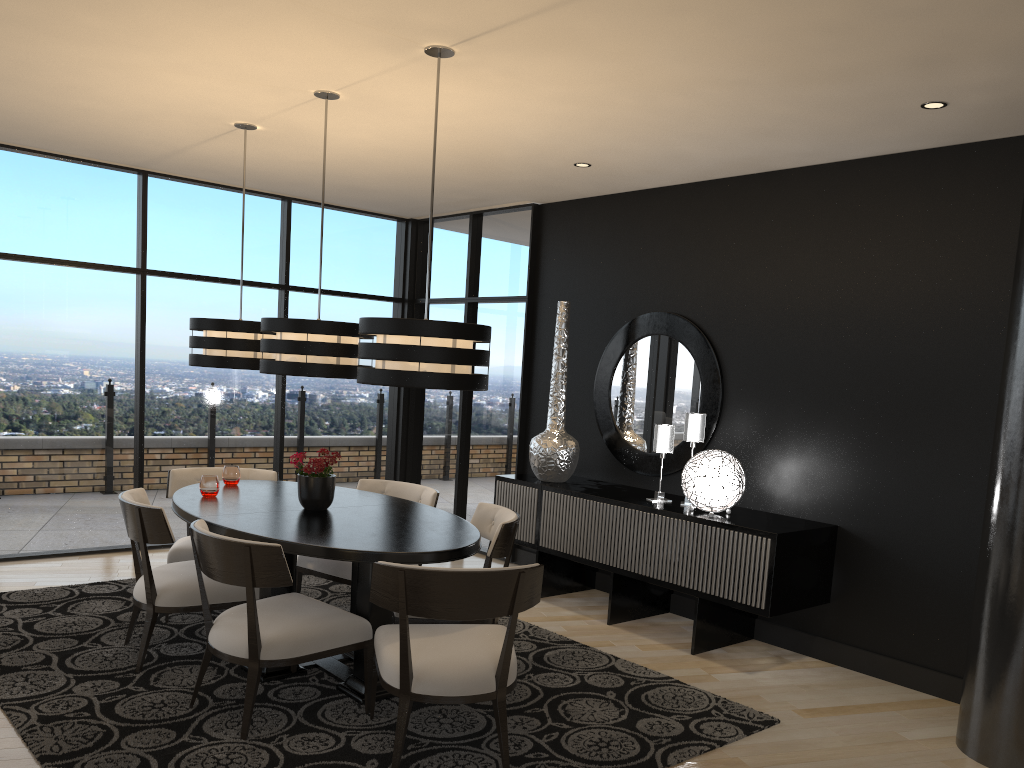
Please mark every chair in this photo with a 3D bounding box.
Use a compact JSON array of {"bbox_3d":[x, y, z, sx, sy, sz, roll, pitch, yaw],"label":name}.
[{"bbox_3d":[-0.247,1.045,3.436,0.643,0.813,0.610,3,5,-12],"label":"chair"},{"bbox_3d":[-0.786,0.981,5.009,0.639,0.813,0.614,7,5,34],"label":"chair"},{"bbox_3d":[-1.684,0.922,5.158,0.643,0.813,0.610,2,5,-20],"label":"chair"},{"bbox_3d":[-1.597,0.944,4.331,0.616,0.813,0.637,1,5,-31],"label":"chair"},{"bbox_3d":[-1.008,0.993,3.706,0.638,0.813,0.615,8,6,42],"label":"chair"},{"bbox_3d":[-0.294,1.023,4.388,0.616,0.813,0.637,2,5,-13],"label":"chair"}]

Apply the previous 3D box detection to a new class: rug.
[{"bbox_3d":[-1.031,1.376,4.478,2.717,0.011,3.697,3,2,-41],"label":"rug"}]

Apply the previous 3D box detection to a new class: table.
[{"bbox_3d":[-0.978,0.999,4.378,1.209,0.775,2.091,1,3,-39],"label":"table"}]

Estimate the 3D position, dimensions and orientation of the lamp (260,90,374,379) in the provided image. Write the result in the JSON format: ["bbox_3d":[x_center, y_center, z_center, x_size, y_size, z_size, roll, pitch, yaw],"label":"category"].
[{"bbox_3d":[-0.910,-0.703,4.223,0.535,1.340,0.531,-2,8,-42],"label":"lamp"}]

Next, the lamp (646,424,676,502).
[{"bbox_3d":[0.912,0.479,5.367,0.132,0.469,0.123,1,7,-19],"label":"lamp"}]

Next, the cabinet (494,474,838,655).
[{"bbox_3d":[0.811,1.089,5.530,0.610,0.773,2.222,0,4,-41],"label":"cabinet"}]

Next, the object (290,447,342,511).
[{"bbox_3d":[-0.962,0.465,4.312,0.228,0.301,0.236,0,6,-39],"label":"object"}]

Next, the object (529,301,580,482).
[{"bbox_3d":[0.312,0.055,5.960,0.343,1.219,0.340,0,7,-32],"label":"object"}]

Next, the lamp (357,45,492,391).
[{"bbox_3d":[-0.326,-0.654,3.550,0.535,1.340,0.531,-2,8,-42],"label":"lamp"}]

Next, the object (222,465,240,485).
[{"bbox_3d":[-1.566,0.510,4.926,0.095,0.107,0.095,5,4,15],"label":"object"}]

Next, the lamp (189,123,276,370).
[{"bbox_3d":[-1.495,-0.753,4.896,0.535,1.340,0.531,-2,8,-42],"label":"lamp"}]

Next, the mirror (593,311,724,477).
[{"bbox_3d":[0.932,0.069,5.784,0.025,1.087,1.068,-2,7,-41],"label":"mirror"}]

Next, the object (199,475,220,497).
[{"bbox_3d":[-1.540,0.520,4.495,0.095,0.107,0.094,1,5,-30],"label":"object"}]

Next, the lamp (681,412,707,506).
[{"bbox_3d":[1.074,0.448,5.270,0.124,0.555,0.131,5,6,11],"label":"lamp"}]
